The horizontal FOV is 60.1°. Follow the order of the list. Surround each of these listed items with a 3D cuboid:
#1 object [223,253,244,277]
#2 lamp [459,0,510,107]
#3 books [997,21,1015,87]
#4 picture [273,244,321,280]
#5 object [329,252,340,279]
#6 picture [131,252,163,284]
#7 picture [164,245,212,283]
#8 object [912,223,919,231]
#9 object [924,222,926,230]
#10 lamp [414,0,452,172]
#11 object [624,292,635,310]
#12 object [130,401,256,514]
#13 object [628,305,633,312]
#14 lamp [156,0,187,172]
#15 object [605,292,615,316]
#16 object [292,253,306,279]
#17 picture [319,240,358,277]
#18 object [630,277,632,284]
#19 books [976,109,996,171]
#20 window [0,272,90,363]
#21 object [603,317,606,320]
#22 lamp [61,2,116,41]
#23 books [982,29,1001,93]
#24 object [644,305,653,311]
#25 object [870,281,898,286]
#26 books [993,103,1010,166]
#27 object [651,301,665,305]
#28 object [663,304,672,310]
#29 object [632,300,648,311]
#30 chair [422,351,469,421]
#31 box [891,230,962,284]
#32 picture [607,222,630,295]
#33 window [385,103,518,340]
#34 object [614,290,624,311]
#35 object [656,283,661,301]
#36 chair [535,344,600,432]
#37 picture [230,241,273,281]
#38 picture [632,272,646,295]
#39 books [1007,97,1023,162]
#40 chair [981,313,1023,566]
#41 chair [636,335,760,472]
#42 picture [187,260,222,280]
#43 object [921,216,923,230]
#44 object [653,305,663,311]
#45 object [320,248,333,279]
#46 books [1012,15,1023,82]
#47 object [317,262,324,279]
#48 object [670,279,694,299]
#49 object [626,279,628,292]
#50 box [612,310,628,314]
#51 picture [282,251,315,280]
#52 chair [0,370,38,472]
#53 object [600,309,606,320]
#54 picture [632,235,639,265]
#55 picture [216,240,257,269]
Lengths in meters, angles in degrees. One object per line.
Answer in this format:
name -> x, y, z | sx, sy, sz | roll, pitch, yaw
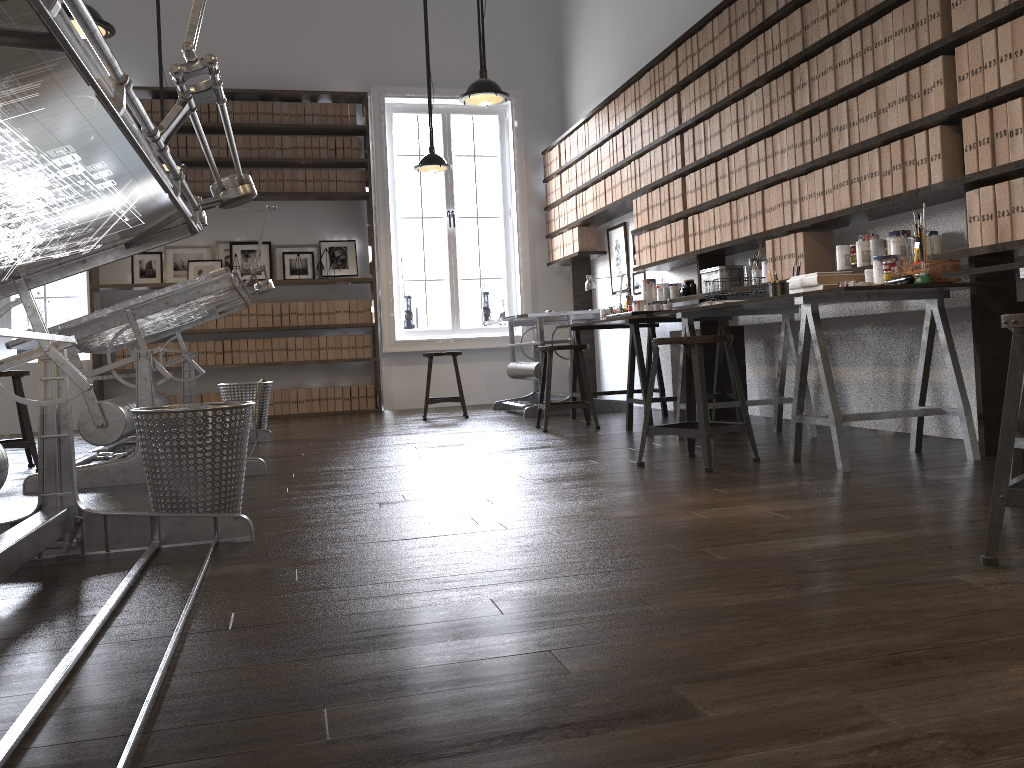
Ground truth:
object -> -2.525, -1.053, 8.026 | 0.174, 0.260, 0.040 | -3, -1, -14
lamp -> -0.220, -2.837, 5.354 | 0.313, 2.254, 0.310 | -2, -1, -34
books -> 1.831, -1.165, 3.153 | 0.174, 0.226, 0.066 | -3, -1, -14
picture -> -2.025, -1.137, 8.345 | 0.434, 0.361, 0.095 | -3, -1, -14
object -> -1.666, -1.104, 8.295 | 0.110, 0.262, 0.040 | -3, -1, -14
picture -> -3.310, -1.043, 8.037 | 0.267, 0.315, 0.058 | -3, -1, -14
picture -> -2.963, -1.087, 8.106 | 0.416, 0.365, 0.083 | -3, -1, -14
object -> 1.535, -0.535, 3.349 | 0.037, 0.153, 0.008 | -3, -1, 35
object -> 1.559, -0.533, 3.338 | 0.005, 0.157, 0.006 | -4, -1, 39
lamp -> -0.699, -2.880, 7.240 | 0.313, 2.254, 0.310 | -2, -1, -34
object -> 0.960, -0.597, 6.198 | 0.344, 0.146, 0.077 | -3, 0, 8
object -> -0.941, 0.252, 2.644 | 0.353, 0.378, 0.353 | -3, 0, 7
object -> 0.820, -0.483, 6.077 | 0.049, 0.112, 0.049 | -3, -1, -18
lamp -> -2.689, -2.767, 6.740 | 0.313, 2.254, 0.310 | -2, -1, -34
object -> 0.704, -0.550, 6.371 | 0.068, 0.230, 0.069 | -3, -1, -17
object -> -1.969, -1.084, 8.181 | 0.124, 0.260, 0.040 | -3, -1, -14
picture -> -1.646, -1.192, 8.412 | 0.343, 0.365, 0.160 | -3, 0, -14
object -> 0.835, -0.636, 6.218 | 0.021, 0.228, 0.007 | -3, -1, -2
books -> 1.812, -0.893, 3.265 | 0.174, 0.226, 0.067 | -3, -1, -14
window -> -4.463, -1.350, 7.756 | 1.483, 2.499, 0.153 | -3, -1, -14
object -> 0.673, -0.444, 6.057 | 0.132, 0.050, 0.197 | -2, 2, 15
lamp -> -1.990, -2.703, 3.964 | 0.312, 2.254, 0.310 | -3, -1, 6
books -> 1.811, -1.167, 3.223 | 0.174, 0.226, 0.067 | -3, -1, -14
object -> 0.915, -0.477, 5.918 | 0.062, 0.094, 0.062 | -3, 0, 26
object -> 1.358, -0.369, 3.300 | 0.171, 0.017, 0.011 | -1, 1, 44
books -> 1.836, -0.892, 3.194 | 0.174, 0.226, 0.066 | -3, -1, -14
object -> 0.990, -0.497, 6.002 | 0.094, 0.128, 0.095 | -3, 0, -10
object -> 1.029, -0.480, 5.843 | 0.062, 0.094, 0.062 | -3, 0, 35
object -> 0.874, -0.498, 6.022 | 0.104, 0.142, 0.105 | -3, 0, -22
chair -> -0.536, 0.014, 6.973 | 0.358, 0.528, 0.371 | -3, 0, -6
box -> 1.542, -0.473, 3.310 | 0.137, 0.207, 0.211 | -3, 1, -14
picture -> 0.906, -1.056, 7.506 | 0.040, 0.575, 0.415 | -3, 0, -14
window -> -0.594, -1.575, 8.612 | 1.245, 2.311, 0.153 | -3, -1, -14
object -> 0.773, -0.557, 6.388 | 0.068, 0.237, 0.069 | -3, -1, -17
object -> 1.071, -0.655, 6.395 | 0.051, 0.140, 0.050 | -3, -1, -17
chair -> 0.332, 0.022, 5.532 | 0.358, 0.528, 0.371 | -3, 0, -6
picture -> -2.414, -1.130, 8.196 | 0.373, 0.392, 0.148 | -3, -1, -14
picture -> 1.026, -0.811, 7.109 | 0.023, 0.183, 0.251 | -3, 1, -14
books -> 1.849, -0.890, 3.124 | 0.174, 0.226, 0.066 | -3, -1, -14
chair -> 1.215, 0.109, 1.853 | 0.358, 0.528, 0.372 | -3, 0, 44
chair -> 0.747, 0.070, 3.602 | 0.359, 0.528, 0.371 | -3, 0, -41
picture -> -2.798, -1.023, 8.068 | 0.300, 0.229, 0.144 | -3, 0, -14
object -> 1.554, -0.550, 3.356 | 0.006, 0.182, 0.053 | -3, -1, 29
object -> 0.971, -0.478, 5.876 | 0.062, 0.093, 0.063 | -3, 0, 35
object -> -1.727, -1.120, 8.251 | 0.118, 0.304, 0.040 | -3, -1, -14
books -> 1.848, -1.164, 3.092 | 0.174, 0.226, 0.066 | -3, -1, -14
object -> -1.774, -1.047, 8.201 | 0.066, 0.166, 0.040 | -3, -1, -14
object -> 1.160, -0.623, 5.982 | 0.107, 0.162, 0.236 | -3, 1, 41
object -> 0.813, -0.626, 6.208 | 0.007, 0.214, 0.055 | -3, -1, 21
box -> 0.805, -0.479, 6.243 | 0.137, 0.083, 0.212 | -3, 2, -14
picture -> -2.001, -1.102, 8.308 | 0.290, 0.291, 0.127 | -3, 0, -14
chair -> -2.632, 0.201, 4.524 | 0.372, 0.528, 0.358 | -3, 0, -36
object -> 0.677, -0.489, 6.434 | 0.068, 0.104, 0.068 | -3, 0, -10
picture -> 1.015, -1.105, 7.105 | 0.022, 0.285, 0.201 | -3, 0, -15
picture -> -2.548, -1.131, 8.216 | 0.369, 0.406, 0.091 | -3, -1, -14
